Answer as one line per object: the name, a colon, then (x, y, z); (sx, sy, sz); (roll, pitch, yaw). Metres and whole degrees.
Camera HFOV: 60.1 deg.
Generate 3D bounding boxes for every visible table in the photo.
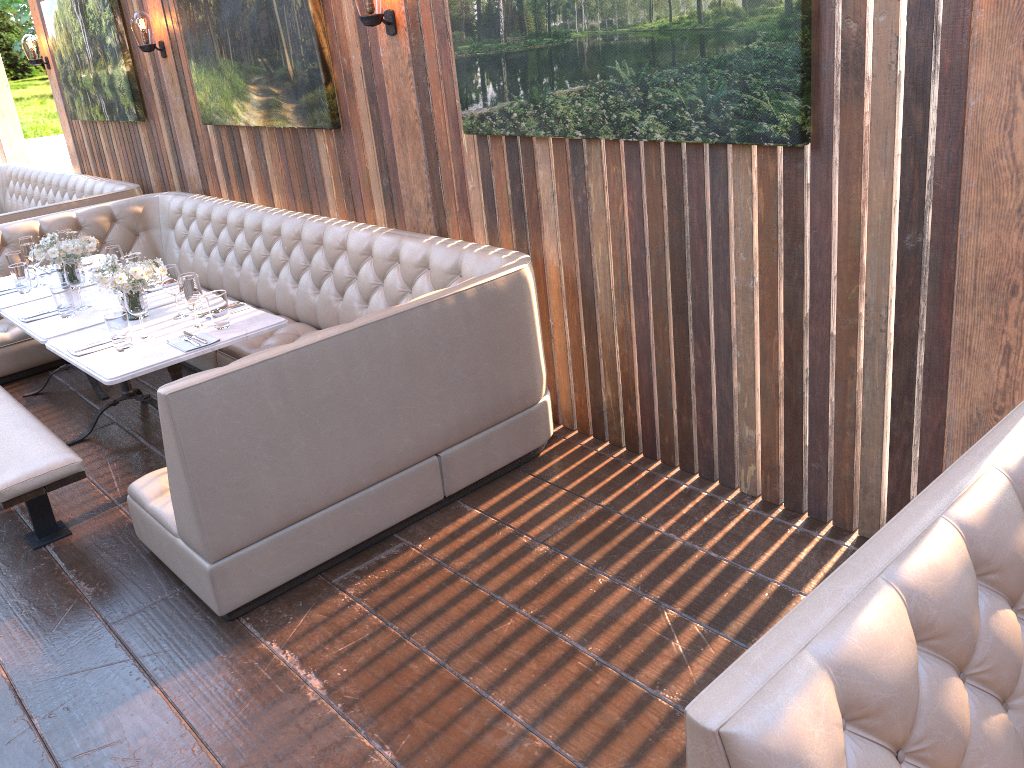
table: (-1.496, 0.071, 4.019); (0.809, 0.658, 0.806); (-24, 27, -38)
table: (-2.043, -0.114, 4.607); (0.808, 0.658, 0.806); (-23, 27, -37)
table: (-2.590, -0.299, 5.195); (0.809, 0.658, 0.806); (-24, 27, -37)

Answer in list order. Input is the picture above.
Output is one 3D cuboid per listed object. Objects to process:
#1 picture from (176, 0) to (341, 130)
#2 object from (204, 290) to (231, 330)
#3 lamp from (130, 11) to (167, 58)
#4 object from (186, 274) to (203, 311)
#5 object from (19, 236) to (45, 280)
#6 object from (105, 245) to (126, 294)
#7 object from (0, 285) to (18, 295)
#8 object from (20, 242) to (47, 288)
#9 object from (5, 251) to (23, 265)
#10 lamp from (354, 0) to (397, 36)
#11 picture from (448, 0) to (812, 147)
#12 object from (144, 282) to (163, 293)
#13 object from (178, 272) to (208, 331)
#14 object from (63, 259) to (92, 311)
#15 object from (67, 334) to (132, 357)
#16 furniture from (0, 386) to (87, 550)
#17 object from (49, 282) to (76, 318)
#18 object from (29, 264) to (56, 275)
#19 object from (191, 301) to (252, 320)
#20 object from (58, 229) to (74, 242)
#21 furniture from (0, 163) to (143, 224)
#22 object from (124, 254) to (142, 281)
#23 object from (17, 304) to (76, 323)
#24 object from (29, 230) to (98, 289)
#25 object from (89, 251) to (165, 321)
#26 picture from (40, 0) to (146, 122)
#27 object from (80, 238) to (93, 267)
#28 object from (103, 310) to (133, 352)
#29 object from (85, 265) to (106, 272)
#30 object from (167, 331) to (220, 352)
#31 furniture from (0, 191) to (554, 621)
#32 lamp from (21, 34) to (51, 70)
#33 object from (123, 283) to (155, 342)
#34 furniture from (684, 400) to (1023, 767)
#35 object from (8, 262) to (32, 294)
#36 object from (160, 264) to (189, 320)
picture: (-1.539, -2.000, 5.141); (0.066, 0.977, 1.666); (-22, 27, -37)
object: (-1.270, -0.319, 3.834); (0.092, 0.155, 0.093); (8, 25, 34)
lamp: (-2.498, -2.387, 6.058); (0.180, 0.313, 0.147); (-23, 26, -37)
object: (-1.501, -0.426, 4.150); (0.092, 0.155, 0.093); (8, 25, 34)
object: (-2.766, -0.726, 5.094); (0.092, 0.239, 0.094); (-4, 20, 7)
object: (-2.040, -0.593, 4.584); (0.092, 0.239, 0.094); (-4, 20, 7)
object: (-2.801, -0.529, 4.918); (0.258, 0.018, 0.159); (-24, 28, -36)
object: (-2.649, -0.657, 4.897); (0.092, 0.239, 0.094); (-4, 20, 7)
object: (-2.868, -0.685, 5.131); (0.092, 0.155, 0.094); (-8, 20, -3)
lamp: (-0.642, -1.758, 4.062); (0.180, 0.313, 0.147); (-23, 26, -37)
picture: (0.304, -1.380, 3.168); (0.066, 0.977, 1.666); (-22, 27, -37)
object: (-1.866, -0.516, 4.640); (0.258, 0.018, 0.159); (-24, 28, -36)
object: (-1.388, -0.359, 3.851); (0.092, 0.239, 0.094); (-4, 20, 7)
object: (-2.141, -0.488, 4.358); (0.092, 0.239, 0.094); (-4, 20, 7)
object: (-1.767, -0.178, 3.804); (0.258, 0.018, 0.159); (-24, 28, -36)
furniture: (-2.536, 0.243, 4.231); (0.316, 0.391, 2.350); (-23, 28, -36)
object: (-2.158, -0.401, 4.264); (0.092, 0.155, 0.093); (8, 25, 34)
object: (-2.777, -0.685, 5.287); (0.159, 0.018, 0.257); (-24, 28, -36)
object: (-1.347, -0.339, 4.080); (0.258, 0.018, 0.159); (-24, 28, -36)
object: (-2.575, -0.773, 5.156); (0.093, 0.239, 0.093); (-21, 25, -35)
furniture: (-4.803, -1.360, 8.078); (1.731, 0.841, 4.197); (-24, 28, -36)
object: (-2.017, -0.603, 4.710); (0.092, 0.155, 0.093); (8, 25, 34)
object: (-2.298, -0.358, 4.377); (0.258, 0.018, 0.159); (-24, 28, -36)
object: (-2.406, -0.671, 4.783); (0.338, 0.303, 0.334); (-15, 23, -22)
object: (-1.763, -0.453, 4.092); (0.339, 0.303, 0.334); (-17, 24, -26)
picture: (-3.414, -2.632, 7.148); (0.066, 0.977, 1.666); (-22, 27, -37)
object: (-2.557, -0.784, 5.287); (0.092, 0.155, 0.093); (8, 25, 34)
object: (-1.633, -0.217, 3.686); (0.092, 0.155, 0.093); (8, 25, 34)
object: (-2.397, -0.693, 5.204); (0.258, 0.018, 0.159); (-24, 28, -36)
object: (-1.350, -0.190, 3.723); (0.159, 0.018, 0.257); (-24, 28, -36)
furniture: (-1.765, -0.330, 4.812); (1.731, 0.841, 4.197); (-24, 28, -36)
lamp: (-4.330, -3.008, 8.027); (0.180, 0.313, 0.147); (-23, 26, -37)
object: (-1.592, -0.305, 3.776); (0.092, 0.239, 0.094); (-4, 20, 7)
furniture: (2.289, 1.043, 0.452); (1.731, 0.841, 4.197); (-24, 28, -36)
object: (-2.665, -0.573, 4.810); (0.092, 0.155, 0.093); (8, 25, 34)
object: (-1.539, -0.419, 4.036); (0.092, 0.239, 0.094); (-4, 20, 7)
